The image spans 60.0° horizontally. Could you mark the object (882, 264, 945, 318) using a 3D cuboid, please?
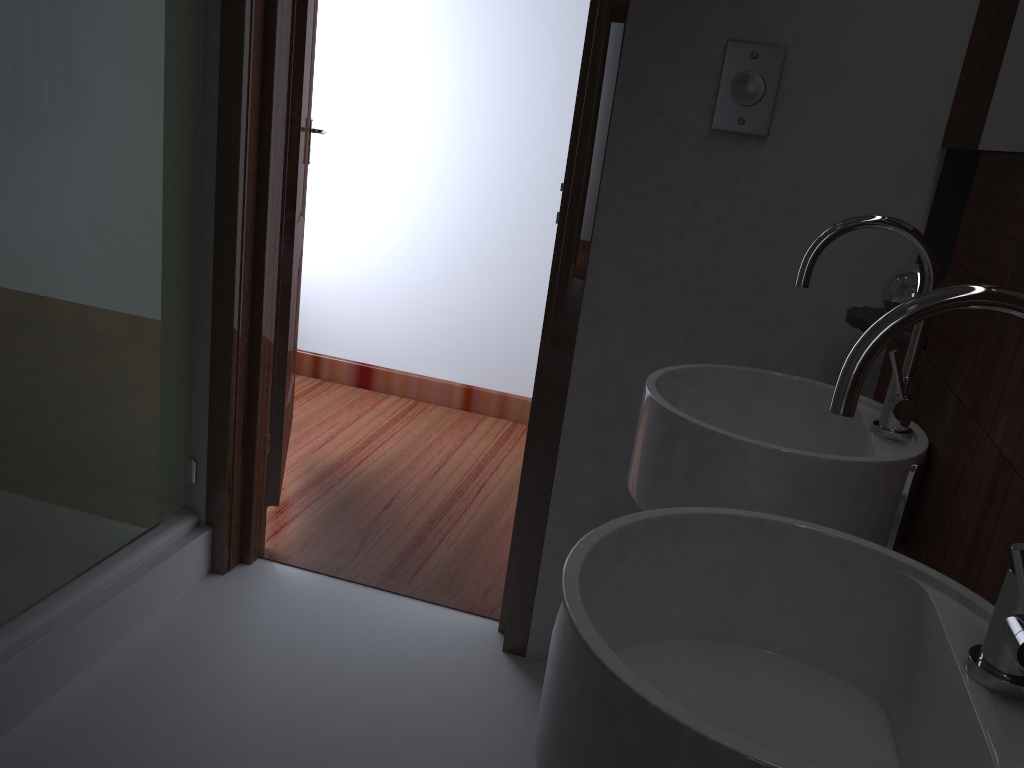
[{"bbox_3d":[0.537,0.005,0.954,0.104,0.104,1.350,12,18,12],"label":"object"}]

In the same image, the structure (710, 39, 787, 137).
[{"bbox_3d":[0.442,-0.553,1.660,0.109,0.164,0.028,12,18,12],"label":"structure"}]

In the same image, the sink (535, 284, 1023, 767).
[{"bbox_3d":[0.241,0.252,0.769,0.417,0.715,0.415,12,18,12],"label":"sink"}]

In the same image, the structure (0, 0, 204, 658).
[{"bbox_3d":[-1.252,-0.498,1.743,1.015,2.079,0.765,12,18,12],"label":"structure"}]

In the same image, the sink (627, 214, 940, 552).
[{"bbox_3d":[0.402,0.088,1.357,0.417,0.715,0.415,12,18,12],"label":"sink"}]

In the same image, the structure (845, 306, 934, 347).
[{"bbox_3d":[0.701,-0.099,1.554,0.220,0.023,0.222,-1,19,-26],"label":"structure"}]

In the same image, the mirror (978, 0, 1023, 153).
[{"bbox_3d":[0.701,-0.607,1.079,0.010,0.635,0.316,12,18,12],"label":"mirror"}]

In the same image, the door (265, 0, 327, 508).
[{"bbox_3d":[-0.572,-0.615,2.439,0.095,1.780,0.708,4,18,-11],"label":"door"}]
